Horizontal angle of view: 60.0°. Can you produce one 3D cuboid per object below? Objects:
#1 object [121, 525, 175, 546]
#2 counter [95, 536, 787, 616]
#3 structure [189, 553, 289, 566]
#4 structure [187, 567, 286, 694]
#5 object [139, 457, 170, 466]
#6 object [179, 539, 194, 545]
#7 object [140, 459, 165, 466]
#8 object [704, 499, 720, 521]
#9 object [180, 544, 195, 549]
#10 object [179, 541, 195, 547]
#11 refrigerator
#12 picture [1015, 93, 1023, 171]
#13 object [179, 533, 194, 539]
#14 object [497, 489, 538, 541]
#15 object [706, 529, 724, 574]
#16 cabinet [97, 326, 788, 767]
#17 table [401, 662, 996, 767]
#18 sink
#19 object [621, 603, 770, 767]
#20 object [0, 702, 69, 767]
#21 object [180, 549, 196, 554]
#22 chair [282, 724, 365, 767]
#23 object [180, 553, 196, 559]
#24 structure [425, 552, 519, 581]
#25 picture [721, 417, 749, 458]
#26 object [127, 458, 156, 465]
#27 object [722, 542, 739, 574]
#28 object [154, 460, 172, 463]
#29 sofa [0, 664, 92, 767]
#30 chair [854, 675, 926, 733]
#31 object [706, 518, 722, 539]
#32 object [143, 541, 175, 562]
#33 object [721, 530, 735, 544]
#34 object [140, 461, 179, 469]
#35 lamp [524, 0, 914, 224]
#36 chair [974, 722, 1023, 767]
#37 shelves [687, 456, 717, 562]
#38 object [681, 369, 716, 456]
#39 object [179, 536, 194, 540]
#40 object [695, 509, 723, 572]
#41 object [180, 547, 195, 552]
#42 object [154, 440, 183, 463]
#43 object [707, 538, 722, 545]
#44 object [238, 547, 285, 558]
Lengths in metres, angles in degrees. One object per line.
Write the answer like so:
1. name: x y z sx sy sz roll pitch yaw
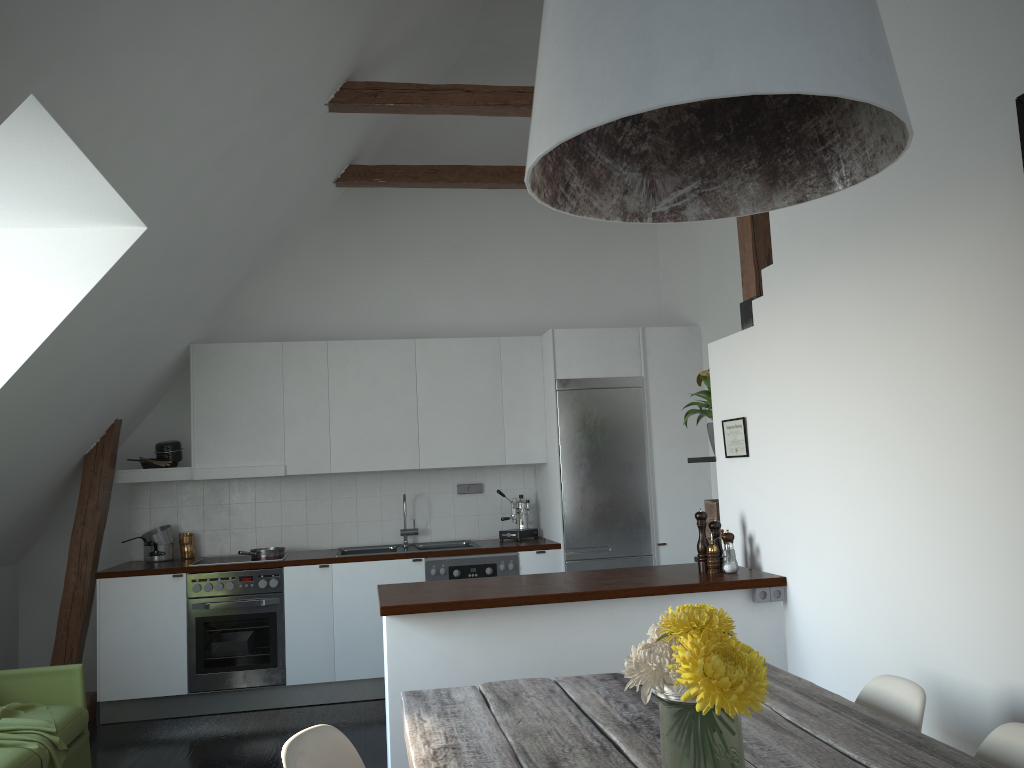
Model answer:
1. object: -2.481 1.053 6.027 0.371 0.169 0.203 1 -7 -37
2. counter: -0.764 1.038 4.930 3.365 0.038 3.085 -2 -6 -10
3. structure: -1.791 1.178 5.870 0.574 0.041 0.504 -2 -6 -10
4. structure: -1.770 1.569 5.847 0.583 0.725 0.749 -2 -6 -10
5. object: -2.416 0.522 5.987 0.331 0.077 0.061 -7 -7 38
6. object: -2.251 1.090 6.133 0.100 0.036 0.100 2 -8 -43
7. object: -2.426 0.529 5.974 0.065 0.065 0.332 2 -8 -42
8. object: 1.203 0.649 4.645 0.329 0.101 0.287 -3 -6 0
9. object: -2.247 1.130 6.134 0.099 0.043 0.100 -1 -6 -22
10. object: -2.249 1.108 6.135 0.099 0.057 0.101 -3 -6 2
11. refrigerator: 0.641 0.887 5.970 0.609 1.868 0.031 -2 -6 -10
12. picture: 1.413 -0.195 1.843 0.036 1.181 0.808 -2 -6 -10
13. object: -2.251 1.052 6.135 0.100 0.047 0.099 -1 -6 -14
14. object: 0.013 0.942 6.415 0.206 0.370 0.353 -7 -7 37
15. object: 0.907 0.747 3.965 0.080 0.192 0.058 0 -6 -26
16. cabinet: -0.357 0.749 5.054 4.208 2.369 3.033 -2 -6 -10
17. table: 0.443 1.149 1.511 1.141 0.788 2.421 -2 -6 -10
18. sink: -0.727 1.026 6.140 0.963 0.519 0.671 -2 -6 -10
19. object: 0.342 0.586 1.604 0.233 0.365 0.293 2 -7 -39
20. object: -2.222 1.460 3.748 0.722 0.493 0.711 -1 -6 -15
21. object: -2.240 1.167 6.128 0.100 0.048 0.099 -4 -6 9
22. chair: -0.245 1.229 2.052 0.542 0.801 0.465 -4 -6 16
23. object: -2.238 1.189 6.127 0.100 0.036 0.100 -1 -6 -13
24. structure: -0.283 1.508 6.015 0.612 0.725 0.582 -2 -6 -10
25. picture: 1.046 0.253 4.151 0.023 0.182 0.250 -2 -6 -10
26. object: -2.473 0.542 6.058 0.357 0.075 0.244 2 -7 -39
27. object: 0.964 0.769 3.929 0.069 0.135 0.069 1 -7 -35
28. object: -2.396 0.529 6.035 0.335 0.031 0.065 -7 -7 37
29. sofa: -2.237 1.419 3.104 0.898 0.825 2.093 -2 -6 -11
30. chair: 0.820 1.202 2.312 0.542 0.801 0.465 -2 -6 -9
31. object: 1.207 0.749 4.625 0.287 0.101 0.329 -1 -6 -15
32. object: -2.377 1.125 6.006 0.200 0.154 0.348 0 -6 -30
33. object: 0.979 0.751 4.005 0.058 0.184 0.058 -1 -6 -13
34. object: -2.395 0.550 6.032 0.243 0.056 0.350 -1 -6 -21
35. lamp: 0.323 -1.794 1.823 0.697 2.813 0.757 -8 -7 40
36. chair: 0.897 1.153 1.848 0.542 0.801 0.465 -2 -6 -4
37. shelves: 1.319 0.643 4.621 0.660 0.553 0.408 -2 -6 -10
38. object: 1.150 0.141 4.741 0.493 0.486 0.506 -4 -6 10
39. object: -2.252 1.073 6.134 0.100 0.036 0.100 -5 -6 19
40. object: 0.902 0.710 4.054 0.123 0.283 0.061 -2 -6 -10
41. object: -2.243 1.150 6.130 0.099 0.051 0.099 0 -6 -24
42. object: -2.365 0.470 6.109 0.200 0.166 0.190 -8 -8 43
43. object: 1.212 0.847 4.615 0.329 0.101 0.287 -3 -6 0
44. object: -1.704 1.133 5.974 0.351 0.061 0.232 1 -7 -36
